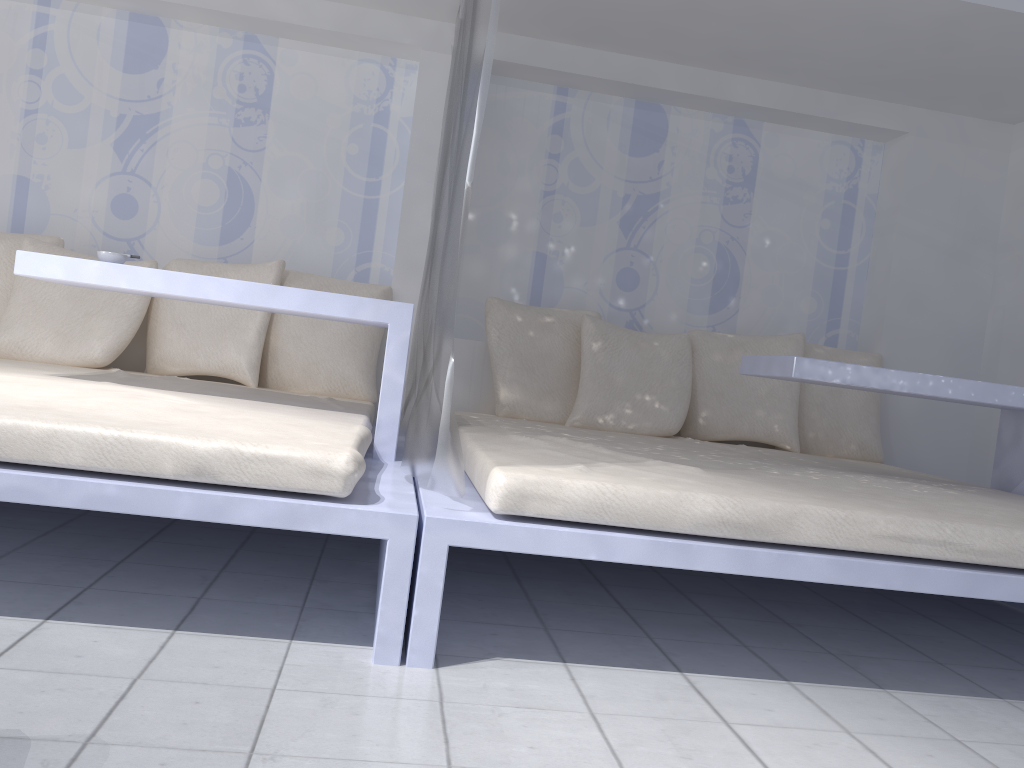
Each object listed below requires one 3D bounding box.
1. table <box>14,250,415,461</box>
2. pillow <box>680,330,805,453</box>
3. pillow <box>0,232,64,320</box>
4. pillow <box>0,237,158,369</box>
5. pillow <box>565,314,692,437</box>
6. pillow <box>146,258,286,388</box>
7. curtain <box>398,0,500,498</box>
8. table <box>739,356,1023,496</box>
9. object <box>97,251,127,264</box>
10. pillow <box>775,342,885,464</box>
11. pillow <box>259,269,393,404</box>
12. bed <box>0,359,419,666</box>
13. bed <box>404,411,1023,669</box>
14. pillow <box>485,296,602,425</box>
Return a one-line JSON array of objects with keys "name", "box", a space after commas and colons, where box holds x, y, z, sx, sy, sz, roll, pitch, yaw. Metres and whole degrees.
[{"name": "table", "box": [-0.855, -0.076, 2.646, 1.065, 0.450, 0.416, 7, 1, -8]}, {"name": "pillow", "box": [0.988, 0.010, 3.827, 0.537, 0.527, 0.233, 8, 1, 12]}, {"name": "pillow", "box": [-2.024, -0.360, 3.444, 0.572, 0.510, 0.231, 7, 1, -9]}, {"name": "pillow", "box": [-1.678, -0.301, 3.402, 0.528, 0.482, 0.307, 7, 1, -3]}, {"name": "pillow", "box": [0.496, -0.028, 3.704, 0.528, 0.482, 0.307, 7, 1, -3]}, {"name": "pillow", "box": [-1.185, -0.264, 3.525, 0.537, 0.527, 0.233, 8, 1, 12]}, {"name": "curtain", "box": [-0.201, -0.558, 2.697, 0.125, 1.559, 1.998, 7, 1, -9]}, {"name": "table", "box": [1.319, 0.197, 2.948, 1.065, 0.450, 0.416, 7, 1, -8]}, {"name": "object", "box": [-1.191, -0.368, 2.639, 0.082, 0.043, 0.082, 8, 1, 43]}, {"name": "pillow", "box": [1.406, 0.085, 3.911, 0.524, 0.521, 0.230, 7, 1, -10]}, {"name": "pillow", "box": [-0.768, -0.188, 3.609, 0.524, 0.521, 0.230, 7, 1, -10]}, {"name": "bed", "box": [-1.407, 0.168, 2.570, 2.200, 0.427, 2.016, 7, 1, -8]}, {"name": "bed", "box": [0.767, 0.442, 2.872, 2.200, 0.427, 2.016, 7, 1, -8]}, {"name": "pillow", "box": [0.150, -0.086, 3.746, 0.572, 0.510, 0.231, 7, 1, -9]}]
